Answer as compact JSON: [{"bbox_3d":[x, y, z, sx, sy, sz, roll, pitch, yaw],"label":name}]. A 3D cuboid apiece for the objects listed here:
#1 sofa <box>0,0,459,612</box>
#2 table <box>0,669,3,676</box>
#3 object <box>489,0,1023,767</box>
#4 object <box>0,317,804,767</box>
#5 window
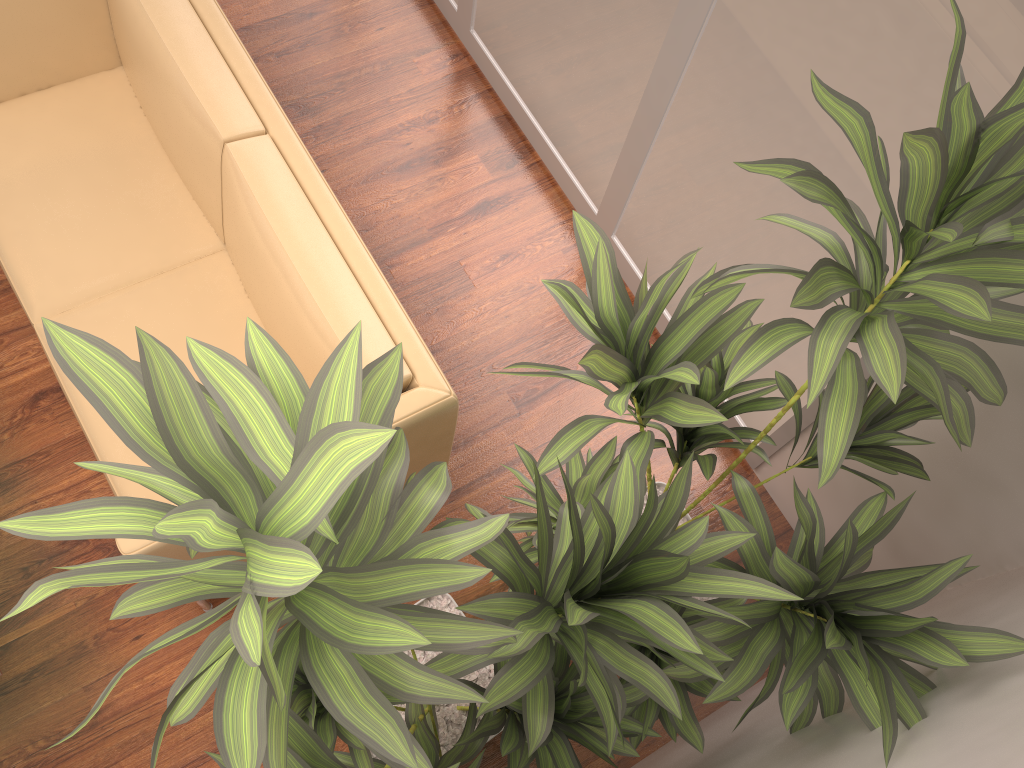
[{"bbox_3d":[-1.005,-0.360,2.617,0.866,0.864,1.772,-28,76,-17],"label":"sofa"},{"bbox_3d":[-2.116,0.233,2.406,0.927,0.578,1.840,-28,77,-17],"label":"table"},{"bbox_3d":[0.462,0.279,1.913,0.962,2.173,1.051,-9,69,-12],"label":"object"},{"bbox_3d":[-0.105,0.579,1.728,1.073,2.173,0.943,-14,70,-14],"label":"object"},{"bbox_3d":[-1.025,-3.689,2.394,0.061,3.383,8.422,-28,77,-18],"label":"window"}]
